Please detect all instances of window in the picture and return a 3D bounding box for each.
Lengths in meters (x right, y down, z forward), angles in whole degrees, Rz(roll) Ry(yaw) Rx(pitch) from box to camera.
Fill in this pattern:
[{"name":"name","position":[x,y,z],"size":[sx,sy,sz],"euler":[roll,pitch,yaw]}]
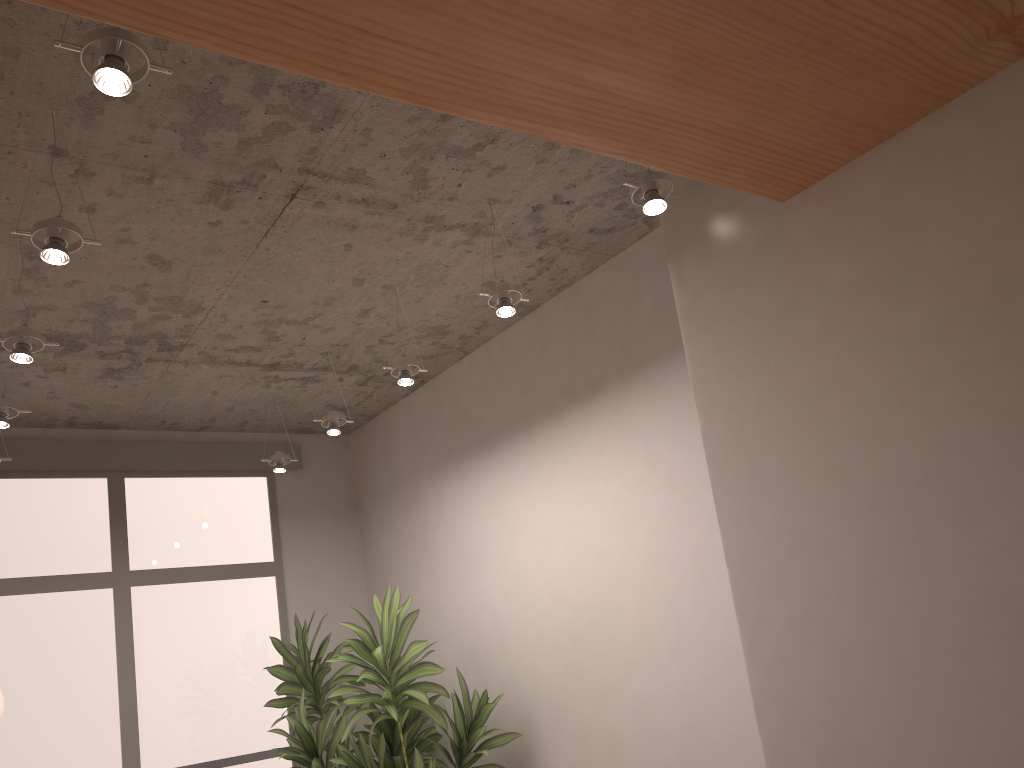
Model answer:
[{"name":"window","position":[-4.777,1.767,3.498],"size":[8.542,3.214,0.063],"euler":[3,-16,-35]}]

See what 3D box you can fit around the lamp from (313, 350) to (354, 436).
[{"name":"lamp","position":[-0.968,0.036,4.701],"size":[0.135,0.473,0.201],"euler":[-13,-13,20]}]

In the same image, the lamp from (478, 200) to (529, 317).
[{"name":"lamp","position":[-0.054,-0.491,3.393],"size":[0.135,0.473,0.201],"euler":[-13,-13,20]}]

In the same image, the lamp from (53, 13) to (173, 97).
[{"name":"lamp","position":[-0.849,-0.837,1.868],"size":[0.135,0.473,0.201],"euler":[-13,-13,20]}]

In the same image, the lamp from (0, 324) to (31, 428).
[{"name":"lamp","position":[-2.220,-0.046,3.830],"size":[0.135,0.473,0.201],"euler":[-13,-13,20]}]

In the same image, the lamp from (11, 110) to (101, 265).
[{"name":"lamp","position":[-1.306,-0.573,2.522],"size":[0.135,0.473,0.201],"euler":[-13,-13,20]}]

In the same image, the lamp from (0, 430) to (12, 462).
[{"name":"lamp","position":[-2.677,0.218,4.483],"size":[0.135,0.473,0.201],"euler":[-13,-13,20]}]

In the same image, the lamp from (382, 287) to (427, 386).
[{"name":"lamp","position":[-0.511,-0.227,4.047],"size":[0.135,0.473,0.201],"euler":[-13,-13,20]}]

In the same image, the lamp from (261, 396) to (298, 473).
[{"name":"lamp","position":[-1.425,0.300,5.355],"size":[0.135,0.473,0.201],"euler":[-13,-13,20]}]

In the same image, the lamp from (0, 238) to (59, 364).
[{"name":"lamp","position":[-1.763,-0.309,3.176],"size":[0.135,0.473,0.201],"euler":[-13,-13,20]}]

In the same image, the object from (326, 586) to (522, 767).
[{"name":"object","position":[-0.479,2.140,4.695],"size":[0.962,2.064,1.107],"euler":[-3,-14,-23]}]

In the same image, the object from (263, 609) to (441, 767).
[{"name":"object","position":[-0.867,2.357,5.226],"size":[1.076,2.064,0.990],"euler":[-4,-13,-18]}]
